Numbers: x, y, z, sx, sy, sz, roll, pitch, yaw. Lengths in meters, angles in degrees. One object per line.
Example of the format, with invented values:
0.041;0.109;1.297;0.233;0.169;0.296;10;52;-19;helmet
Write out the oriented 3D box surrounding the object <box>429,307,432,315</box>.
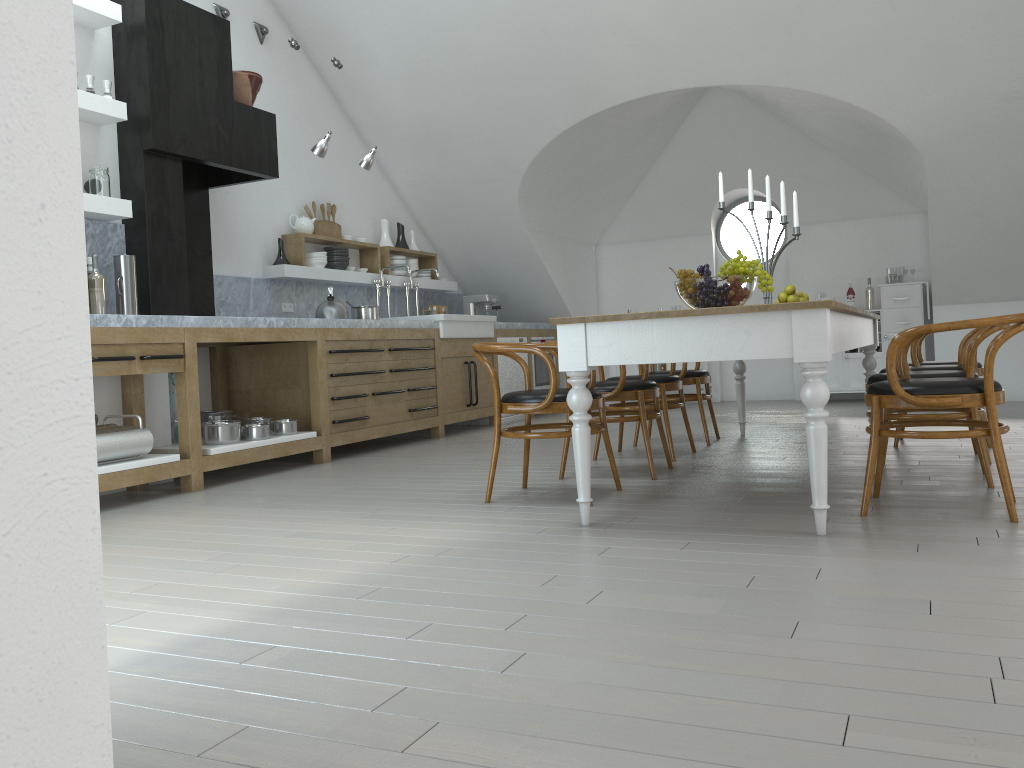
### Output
-0.798;-0.666;8.750;0.019;0.196;0.022;-3;0;13;object

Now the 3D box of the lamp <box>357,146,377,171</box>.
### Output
-1.081;-1.691;6.663;0.169;0.176;0.112;-2;1;17;lamp

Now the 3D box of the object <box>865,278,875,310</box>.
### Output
3.610;-0.906;8.942;0.085;0.331;0.085;-3;1;-16;object

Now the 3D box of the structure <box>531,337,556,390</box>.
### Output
0.079;-0.171;9.436;0.630;0.636;0.633;-2;1;25;structure

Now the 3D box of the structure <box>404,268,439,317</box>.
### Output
-0.824;-0.802;8.288;0.332;0.529;0.214;-3;1;6;structure

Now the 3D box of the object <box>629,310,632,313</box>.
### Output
1.334;-0.755;9.985;0.039;0.164;0.024;-2;1;38;object

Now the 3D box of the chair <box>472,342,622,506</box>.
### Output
0.135;0.159;4.124;0.621;0.735;0.528;-2;1;25;chair

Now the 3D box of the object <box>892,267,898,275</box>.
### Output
3.864;-1.083;8.939;0.054;0.179;0.054;-3;1;19;object

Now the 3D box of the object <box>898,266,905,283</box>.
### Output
3.927;-1.089;8.929;0.063;0.187;0.063;-3;1;11;object

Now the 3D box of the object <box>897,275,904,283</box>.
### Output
3.885;-1.041;8.872;0.071;0.098;0.071;-2;1;33;object

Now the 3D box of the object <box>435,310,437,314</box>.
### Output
-0.763;-0.659;8.769;0.044;0.178;0.019;-3;0;10;object

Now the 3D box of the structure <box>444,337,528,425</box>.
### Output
-0.241;-0.034;8.755;0.598;0.822;0.725;-2;1;25;structure

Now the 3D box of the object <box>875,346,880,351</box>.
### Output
3.654;-0.364;8.904;0.081;0.081;0.359;-2;2;23;object

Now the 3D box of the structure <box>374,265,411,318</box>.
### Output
-1.031;-0.775;7.846;0.332;0.529;0.214;-3;1;6;structure

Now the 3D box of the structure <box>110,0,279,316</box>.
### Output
-2.091;-1.328;5.602;0.780;1.884;1.076;-3;1;25;structure

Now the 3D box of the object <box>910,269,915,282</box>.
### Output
3.970;-1.066;8.776;0.046;0.143;0.046;-2;1;36;object

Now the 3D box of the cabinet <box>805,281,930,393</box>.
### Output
3.578;-0.407;9.004;1.242;1.153;0.610;-2;1;25;cabinet

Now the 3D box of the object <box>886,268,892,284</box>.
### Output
3.762;-1.069;8.835;0.048;0.169;0.048;-3;1;-32;object

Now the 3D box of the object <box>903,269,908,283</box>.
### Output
3.897;-1.063;8.775;0.046;0.143;0.046;-2;1;36;object

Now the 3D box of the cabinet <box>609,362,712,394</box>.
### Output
1.577;-0.267;9.737;1.134;0.789;0.497;-2;1;25;cabinet

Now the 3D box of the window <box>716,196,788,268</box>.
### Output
2.687;-1.689;9.905;0.899;0.899;0.060;-2;1;25;window

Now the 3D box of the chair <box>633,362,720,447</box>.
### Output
1.068;0.039;6.089;0.621;0.735;0.528;-2;1;22;chair

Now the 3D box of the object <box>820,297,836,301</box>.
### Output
3.247;-0.808;9.094;0.158;0.160;0.154;-4;2;-37;object

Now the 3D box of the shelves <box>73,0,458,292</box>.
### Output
-1.745;-1.492;6.662;0.479;1.361;5.555;-3;2;20;shelves

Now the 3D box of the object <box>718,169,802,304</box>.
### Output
1.349;-0.798;4.807;0.265;0.875;0.775;-3;1;-1;object

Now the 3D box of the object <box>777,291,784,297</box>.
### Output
1.725;-0.559;5.652;0.062;0.059;0.062;-2;1;26;object

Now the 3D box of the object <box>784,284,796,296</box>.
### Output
1.750;-0.590;5.576;0.072;0.074;0.072;-2;1;25;object

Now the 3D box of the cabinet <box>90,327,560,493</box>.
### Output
-1.258;0.098;6.964;1.003;1.021;6.435;-2;2;25;cabinet

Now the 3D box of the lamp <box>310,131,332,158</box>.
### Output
-1.330;-1.655;6.141;0.164;0.178;0.115;-2;1;44;lamp

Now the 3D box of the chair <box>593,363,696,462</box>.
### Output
0.752;0.079;5.438;0.621;0.735;0.528;-2;1;28;chair

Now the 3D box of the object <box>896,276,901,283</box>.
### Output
3.827;-1.029;8.814;0.077;0.085;0.077;-2;1;33;object

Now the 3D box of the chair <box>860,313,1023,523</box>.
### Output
1.656;0.111;3.351;0.621;0.735;0.528;-2;1;29;chair

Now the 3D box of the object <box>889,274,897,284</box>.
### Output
3.765;-1.034;8.753;0.082;0.105;0.081;-3;1;-27;object

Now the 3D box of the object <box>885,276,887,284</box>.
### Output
3.799;-1.035;8.902;0.094;0.093;0.093;-4;1;-32;object

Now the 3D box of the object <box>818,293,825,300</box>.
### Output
3.250;-0.862;9.338;0.115;0.209;0.065;-2;1;27;object

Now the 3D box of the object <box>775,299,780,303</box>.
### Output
1.703;-0.513;5.628;0.062;0.059;0.062;-2;1;29;object

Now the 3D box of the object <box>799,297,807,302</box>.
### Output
1.807;-0.506;5.528;0.071;0.072;0.070;-3;1;-10;object

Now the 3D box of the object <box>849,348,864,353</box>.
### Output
3.500;-0.362;8.984;0.156;0.085;0.331;-2;2;26;object

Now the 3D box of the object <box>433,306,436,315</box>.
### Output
-0.762;-0.671;8.755;0.040;0.192;0.042;-3;1;-28;object

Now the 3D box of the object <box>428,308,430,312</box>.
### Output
-0.806;-0.670;8.776;0.040;0.192;0.042;-3;1;-27;object

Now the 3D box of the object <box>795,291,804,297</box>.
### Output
1.803;-0.552;5.560;0.058;0.057;0.053;-2;2;40;object

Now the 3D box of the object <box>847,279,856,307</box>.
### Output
3.450;-0.900;9.024;0.081;0.329;0.081;-3;1;21;object

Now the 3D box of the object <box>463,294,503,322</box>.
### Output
-0.265;-0.763;9.218;0.386;0.320;0.324;-2;1;25;object

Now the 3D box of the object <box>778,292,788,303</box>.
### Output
1.703;-0.540;5.569;0.066;0.071;0.072;-3;1;-5;object

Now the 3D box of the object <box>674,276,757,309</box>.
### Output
0.909;-0.386;3.948;0.360;0.159;0.360;-3;2;6;object

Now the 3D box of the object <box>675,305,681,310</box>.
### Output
1.809;-0.761;9.635;0.063;0.187;0.063;-3;1;10;object

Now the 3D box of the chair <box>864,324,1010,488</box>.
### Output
1.928;0.073;4.026;0.621;0.735;0.528;-2;1;25;chair

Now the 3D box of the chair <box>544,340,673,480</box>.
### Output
0.497;0.117;4.754;0.621;0.735;0.528;-2;1;22;chair

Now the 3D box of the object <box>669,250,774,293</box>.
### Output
0.923;-0.449;3.924;0.394;0.284;0.292;-3;1;-11;object

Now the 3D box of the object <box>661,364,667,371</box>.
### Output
1.673;-0.174;9.632;0.081;0.083;0.317;-2;2;25;object

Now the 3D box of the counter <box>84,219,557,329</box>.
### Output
-1.288;-0.724;7.034;0.961;0.619;6.582;-2;2;25;counter

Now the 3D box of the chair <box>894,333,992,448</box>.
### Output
2.620;-0.009;5.303;0.621;0.735;0.528;-2;1;28;chair

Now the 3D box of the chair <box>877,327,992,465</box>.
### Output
2.251;0.032;4.678;0.621;0.735;0.528;-2;1;20;chair

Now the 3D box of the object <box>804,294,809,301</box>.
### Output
1.846;-0.539;5.598;0.063;0.063;0.062;-3;1;-12;object

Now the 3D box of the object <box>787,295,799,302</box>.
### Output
1.747;-0.523;5.510;0.071;0.064;0.072;-2;1;19;object

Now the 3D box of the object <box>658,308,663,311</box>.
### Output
1.626;-0.745;9.685;0.048;0.169;0.048;-3;1;13;object

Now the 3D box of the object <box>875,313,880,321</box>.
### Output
3.640;-0.667;8.896;0.087;0.085;0.360;-2;2;25;object

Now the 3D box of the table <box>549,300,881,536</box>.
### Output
1.329;0.044;4.657;1.018;0.798;3.352;-2;2;25;table

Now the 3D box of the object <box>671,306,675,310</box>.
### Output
1.772;-0.757;9.686;0.054;0.179;0.054;-3;1;2;object
